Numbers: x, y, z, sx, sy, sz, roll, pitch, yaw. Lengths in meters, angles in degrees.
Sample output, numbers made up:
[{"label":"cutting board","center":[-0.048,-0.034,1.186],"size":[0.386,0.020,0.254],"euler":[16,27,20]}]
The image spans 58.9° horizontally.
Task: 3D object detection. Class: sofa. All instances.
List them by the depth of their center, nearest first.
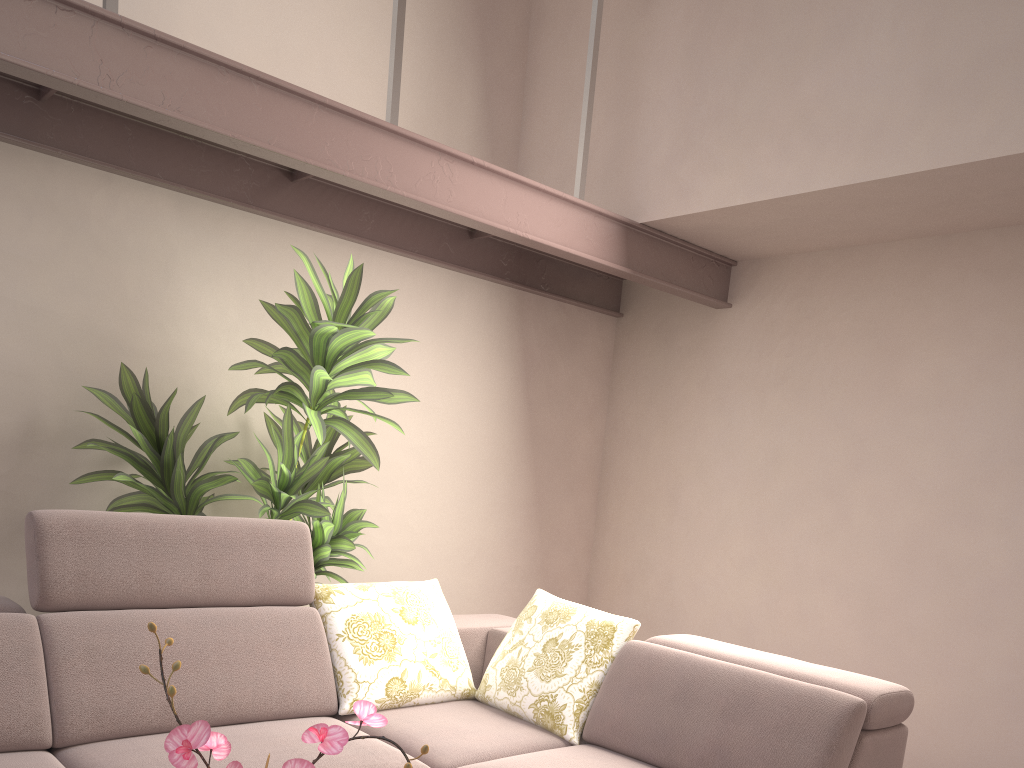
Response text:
[{"label":"sofa","center":[-0.549,0.829,1.939],"size":[3.213,0.965,2.093],"euler":[10,-5,-42]}]

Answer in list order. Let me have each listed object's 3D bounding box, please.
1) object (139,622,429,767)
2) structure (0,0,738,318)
[{"label":"object","center":[-0.312,0.590,1.077],"size":[0.356,0.612,0.302],"euler":[10,7,42]},{"label":"structure","center":[-0.953,-0.451,1.075],"size":[7.328,3.292,3.654],"euler":[9,-2,-41]}]
